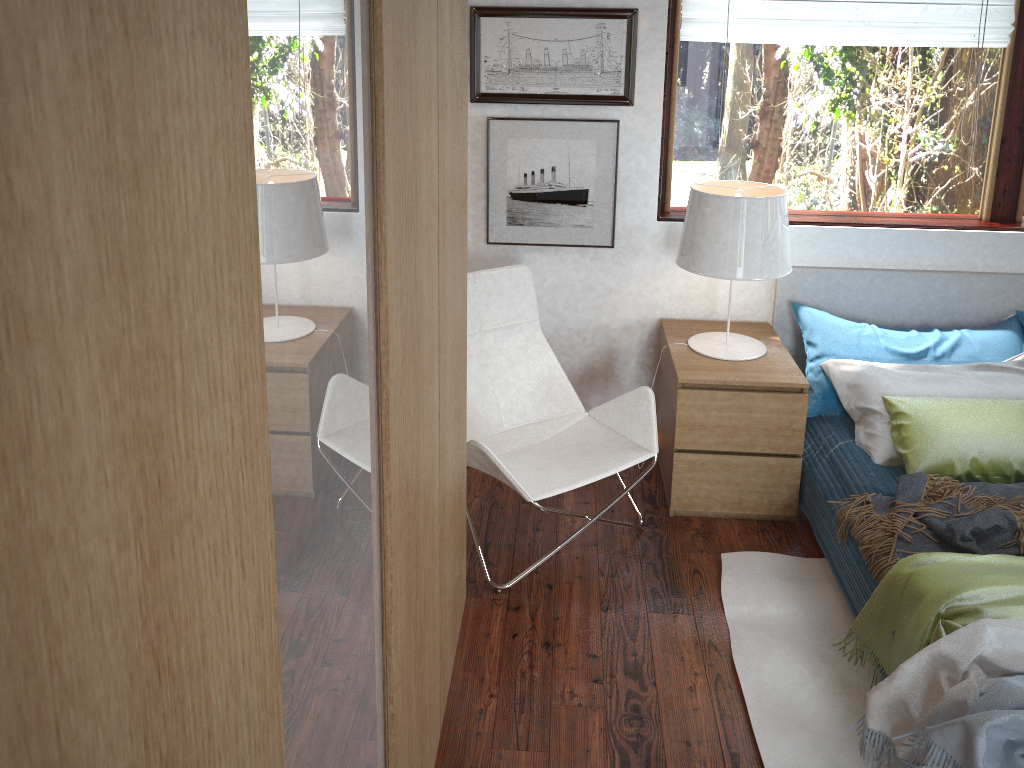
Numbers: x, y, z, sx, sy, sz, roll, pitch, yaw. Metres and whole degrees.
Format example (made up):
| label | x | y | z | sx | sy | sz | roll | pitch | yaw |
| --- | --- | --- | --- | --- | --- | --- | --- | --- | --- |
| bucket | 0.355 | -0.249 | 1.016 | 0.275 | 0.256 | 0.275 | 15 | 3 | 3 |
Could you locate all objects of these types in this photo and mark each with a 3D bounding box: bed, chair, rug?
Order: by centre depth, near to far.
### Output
| label | x | y | z | sx | sy | sz | roll | pitch | yaw |
| --- | --- | --- | --- | --- | --- | --- | --- | --- | --- |
| rug | 1.912 | 0.953 | 1.833 | 2.711 | 0.047 | 1.895 | 2 | 22 | 3 |
| bed | 1.937 | 0.434 | 2.227 | 2.139 | 0.735 | 2.709 | 3 | 22 | 4 |
| chair | 0.035 | 0.080 | 2.916 | 0.708 | 0.763 | 0.826 | -11 | 22 | -34 |

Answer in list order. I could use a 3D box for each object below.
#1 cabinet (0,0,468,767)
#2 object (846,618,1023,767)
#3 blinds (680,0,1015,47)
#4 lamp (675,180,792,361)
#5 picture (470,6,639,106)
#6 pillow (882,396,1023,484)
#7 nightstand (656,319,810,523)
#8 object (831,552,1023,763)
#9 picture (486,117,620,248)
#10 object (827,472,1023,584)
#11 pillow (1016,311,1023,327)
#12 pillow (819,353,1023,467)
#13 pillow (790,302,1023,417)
| label | x | y | z | sx | sy | sz | roll | pitch | yaw |
| --- | --- | --- | --- | --- | --- | --- | --- | --- | --- |
| cabinet | -0.466 | -0.052 | 0.922 | 0.583 | 2.298 | 2.310 | 2 | 18 | 3 |
| object | 1.823 | 0.767 | 1.719 | 2.154 | 0.360 | 0.564 | 0 | 20 | -1 |
| blinds | 1.264 | -1.516 | 3.259 | 1.235 | 0.475 | 0.057 | 2 | 14 | 4 |
| lamp | 0.788 | -0.411 | 3.118 | 0.406 | 0.563 | 0.425 | 1 | 17 | 1 |
| picture | 0.153 | -1.229 | 3.275 | 0.626 | 0.348 | 0.043 | 2 | 14 | 4 |
| pillow | 1.899 | 0.177 | 2.723 | 1.378 | 0.210 | 0.327 | 2 | 20 | 3 |
| nightstand | 0.779 | 0.124 | 3.226 | 0.428 | 0.517 | 0.639 | 2 | 19 | 3 |
| object | 1.880 | 0.676 | 2.081 | 2.104 | 0.428 | 0.516 | 1 | 19 | 0 |
| picture | 0.154 | -0.777 | 3.380 | 0.504 | 0.484 | 0.045 | 2 | 14 | 4 |
| object | 1.950 | 0.448 | 2.254 | 2.131 | 0.389 | 0.659 | 6 | 21 | 12 |
| pillow | 2.359 | -0.049 | 3.178 | 0.920 | 0.305 | 0.385 | 1 | 19 | 1 |
| pillow | 1.522 | 0.067 | 2.935 | 0.872 | 0.343 | 0.497 | 0 | 19 | -1 |
| pillow | 1.498 | -0.090 | 3.232 | 0.912 | 0.315 | 0.365 | 1 | 19 | 2 |
